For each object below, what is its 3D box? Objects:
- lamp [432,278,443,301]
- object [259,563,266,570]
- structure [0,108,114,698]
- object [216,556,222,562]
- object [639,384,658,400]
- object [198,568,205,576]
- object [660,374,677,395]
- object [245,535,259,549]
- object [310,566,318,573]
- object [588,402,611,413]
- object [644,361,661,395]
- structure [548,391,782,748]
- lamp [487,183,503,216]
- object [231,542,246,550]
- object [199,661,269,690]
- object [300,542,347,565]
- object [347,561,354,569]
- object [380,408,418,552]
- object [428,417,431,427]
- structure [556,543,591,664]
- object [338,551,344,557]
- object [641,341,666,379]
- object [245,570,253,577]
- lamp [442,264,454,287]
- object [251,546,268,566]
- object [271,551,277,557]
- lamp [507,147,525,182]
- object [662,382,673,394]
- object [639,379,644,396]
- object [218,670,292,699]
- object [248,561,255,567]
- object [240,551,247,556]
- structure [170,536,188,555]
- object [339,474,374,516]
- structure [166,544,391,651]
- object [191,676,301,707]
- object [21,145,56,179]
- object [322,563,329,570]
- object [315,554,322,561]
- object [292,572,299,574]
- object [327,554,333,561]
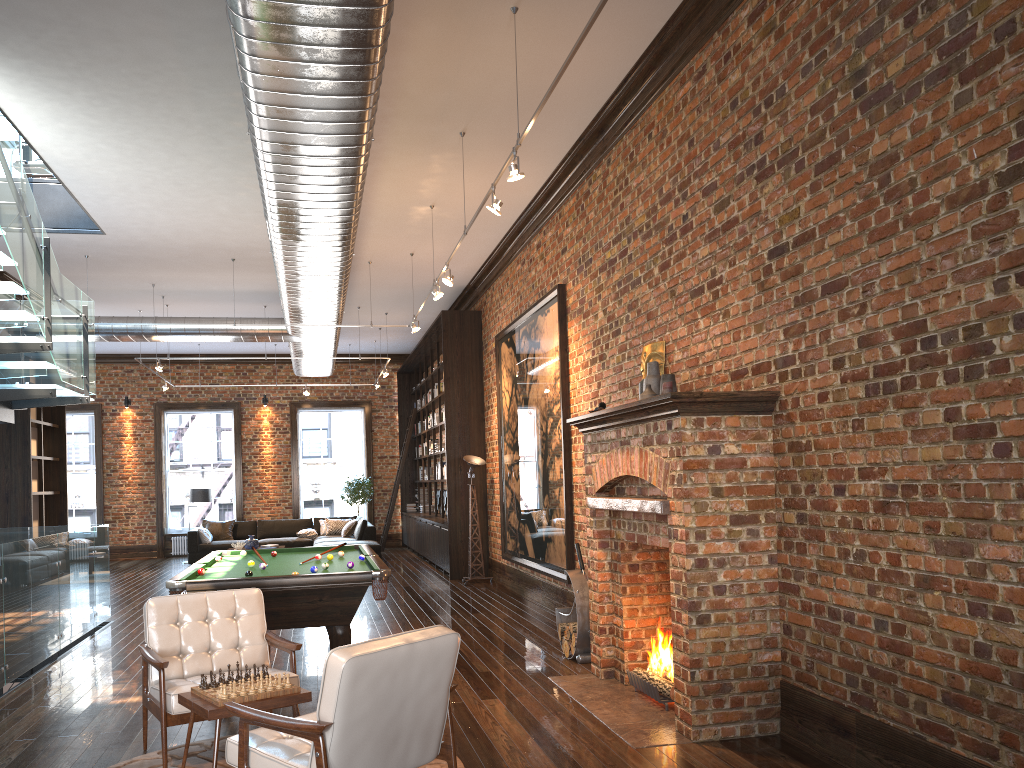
[{"bbox_3d":[-0.765,-0.982,9.172,0.114,0.229,0.114,0,-3,-33],"label":"lamp"},{"bbox_3d":[-2.017,1.475,7.171,0.057,0.057,0.057,2,-5,-42],"label":"object"},{"bbox_3d":[-5.385,0.542,6.274,3.574,14.452,7.071,-1,-2,-13],"label":"structure"},{"bbox_3d":[-2.661,1.590,8.050,0.057,0.057,0.057,-1,-4,-14],"label":"object"},{"bbox_3d":[0.917,0.087,5.947,0.136,0.169,0.136,-4,-4,29],"label":"object"},{"bbox_3d":[-2.402,1.454,6.860,0.057,0.057,0.057,-4,-4,34],"label":"object"},{"bbox_3d":[1.059,0.052,6.001,0.120,0.242,0.121,-2,-2,7],"label":"object"},{"bbox_3d":[-4.680,2.844,15.938,0.216,0.250,0.215,-3,-4,20],"label":"object"},{"bbox_3d":[-1.506,1.414,6.750,0.057,0.057,0.057,-1,-4,-8],"label":"object"},{"bbox_3d":[0.675,0.182,6.463,0.237,0.105,0.238,-2,-5,-2],"label":"object"},{"bbox_3d":[0.988,0.019,6.173,0.145,0.349,0.145,-3,-2,24],"label":"object"},{"bbox_3d":[0.858,1.102,5.727,0.886,1.901,2.008,-1,-4,-13],"label":"structure"},{"bbox_3d":[-0.129,-1.309,6.302,0.114,0.229,0.114,0,-3,-38],"label":"lamp"},{"bbox_3d":[-4.834,2.872,15.733,0.219,0.159,0.218,-4,-5,29],"label":"object"},{"bbox_3d":[-1.347,1.405,4.315,0.334,0.100,0.076,3,-5,-38],"label":"object"},{"bbox_3d":[-1.757,1.583,8.339,0.028,0.072,1.613,-2,-6,3],"label":"object"},{"bbox_3d":[-1.284,1.439,7.050,0.057,0.057,0.057,-2,-4,9],"label":"object"},{"bbox_3d":[-2.472,2.075,19.233,0.896,3.068,0.497,-1,-1,-13],"label":"object"},{"bbox_3d":[-1.630,0.773,17.619,0.075,0.254,0.088,-1,-2,-23],"label":"object"},{"bbox_3d":[0.697,1.744,7.140,0.537,0.916,0.931,-1,-4,-12],"label":"structure"},{"bbox_3d":[-1.578,1.570,8.187,0.057,0.057,0.057,-4,-4,33],"label":"object"},{"bbox_3d":[1.017,-0.029,6.590,0.125,0.534,0.410,-1,-3,-13],"label":"object"},{"bbox_3d":[-1.945,1.407,6.557,0.057,0.057,0.057,-1,-4,-8],"label":"object"},{"bbox_3d":[-0.620,-1.056,8.523,0.113,0.229,0.114,-2,-2,17],"label":"lamp"},{"bbox_3d":[-2.338,1.588,8.209,0.028,0.072,1.614,-1,-6,-21],"label":"object"},{"bbox_3d":[-2.266,1.619,8.443,0.057,0.057,0.057,-4,-5,36],"label":"object"},{"bbox_3d":[0.021,-1.394,5.629,0.117,0.212,0.117,-3,-3,29],"label":"lamp"},{"bbox_3d":[1.030,0.071,5.872,0.082,0.178,0.082,-3,-2,30],"label":"object"},{"bbox_3d":[0.964,0.085,6.316,0.118,0.249,0.118,-3,-3,35],"label":"object"},{"bbox_3d":[-1.190,1.378,4.110,0.334,0.100,0.076,3,-5,-38],"label":"object"},{"bbox_3d":[-2.187,1.509,7.435,0.057,0.057,0.057,-3,-4,24],"label":"object"},{"bbox_3d":[-2.617,1.652,8.643,0.057,0.057,0.057,-1,-4,-12],"label":"object"},{"bbox_3d":[-6.805,3.521,19.432,1.301,0.394,0.216,-1,-3,-13],"label":"structure"},{"bbox_3d":[-3.465,2.934,19.805,0.812,1.859,0.803,-2,-2,-4],"label":"object"},{"bbox_3d":[-1.915,1.916,7.605,1.552,0.848,2.972,-1,-6,-13],"label":"structure"},{"bbox_3d":[-1.267,1.453,4.211,0.388,0.028,0.390,3,-8,-37],"label":"object"},{"bbox_3d":[-5.745,-2.583,10.812,0.540,0.767,0.521,-2,-3,-3],"label":"object"},{"bbox_3d":[-1.479,1.442,7.024,0.057,0.057,0.057,-4,-4,26],"label":"object"},{"bbox_3d":[-1.722,1.542,7.883,0.057,0.057,0.057,-5,-5,42],"label":"object"},{"bbox_3d":[-1.548,1.371,6.336,0.057,0.057,0.057,-2,-4,5],"label":"object"},{"bbox_3d":[-1.610,1.535,7.849,0.057,0.057,0.057,-1,-4,-12],"label":"object"}]
